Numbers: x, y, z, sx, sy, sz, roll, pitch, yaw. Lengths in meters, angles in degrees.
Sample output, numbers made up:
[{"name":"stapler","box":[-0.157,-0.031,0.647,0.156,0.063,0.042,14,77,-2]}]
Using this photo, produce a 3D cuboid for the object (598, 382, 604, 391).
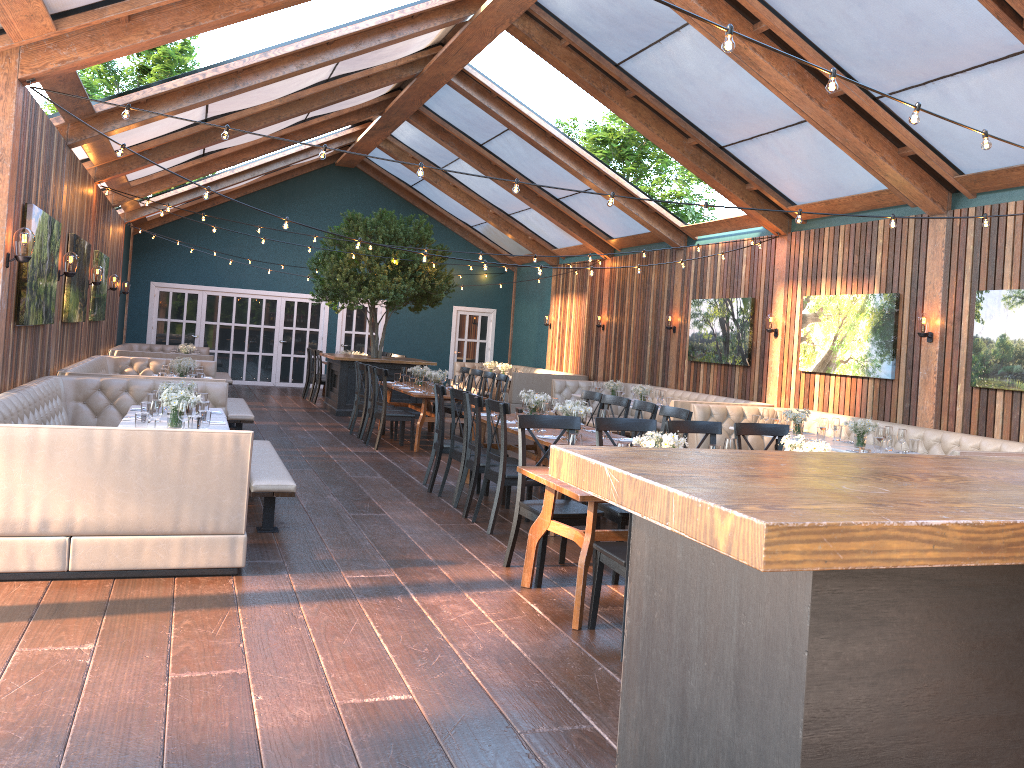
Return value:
[{"name":"object","box":[1.419,0.089,14.103,0.092,0.245,0.092,4,0,28]}]

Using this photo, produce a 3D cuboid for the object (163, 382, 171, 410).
[{"name":"object","box":[-3.096,0.104,7.913,0.092,0.245,0.092,4,0,28]}]

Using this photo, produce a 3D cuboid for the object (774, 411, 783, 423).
[{"name":"object","box":[2.960,0.421,9.848,0.092,0.245,0.092,4,0,28]}]

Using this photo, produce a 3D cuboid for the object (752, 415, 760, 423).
[{"name":"object","box":[2.796,0.437,10.139,0.091,0.158,0.092,4,0,-34]}]

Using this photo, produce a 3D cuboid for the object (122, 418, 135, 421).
[{"name":"object","box":[-2.939,0.276,6.991,0.254,0.019,0.158,3,3,-20]}]

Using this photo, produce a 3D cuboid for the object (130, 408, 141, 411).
[{"name":"object","box":[-3.194,0.220,7.721,0.254,0.019,0.158,3,3,-20]}]

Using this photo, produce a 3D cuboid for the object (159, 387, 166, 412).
[{"name":"object","box":[-3.026,0.121,7.681,0.092,0.245,0.092,4,0,28]}]

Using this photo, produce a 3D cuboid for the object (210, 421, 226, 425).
[{"name":"object","box":[-2.431,0.306,7.103,0.254,0.019,0.158,3,3,-20]}]

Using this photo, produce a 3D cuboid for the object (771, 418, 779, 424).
[{"name":"object","box":[2.897,0.464,9.756,0.091,0.158,0.092,4,0,-34]}]

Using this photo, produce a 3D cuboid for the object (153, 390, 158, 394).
[{"name":"object","box":[-3.190,0.137,7.973,0.091,0.158,0.092,4,0,-34]}]

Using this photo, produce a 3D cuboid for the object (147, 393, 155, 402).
[{"name":"object","box":[-3.089,0.164,7.589,0.091,0.158,0.092,4,0,-34]}]

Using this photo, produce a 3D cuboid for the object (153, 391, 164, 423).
[{"name":"object","box":[-2.770,0.177,6.951,0.092,0.245,0.092,4,0,22]}]

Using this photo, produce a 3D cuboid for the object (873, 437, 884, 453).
[{"name":"object","box":[3.426,0.579,8.278,0.091,0.158,0.092,4,0,-34]}]

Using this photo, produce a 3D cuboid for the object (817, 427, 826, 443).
[{"name":"object","box":[3.152,0.520,9.026,0.091,0.158,0.092,4,0,-34]}]

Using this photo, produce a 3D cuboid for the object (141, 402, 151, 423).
[{"name":"object","box":[-2.834,0.221,6.860,0.091,0.158,0.092,4,0,-34]}]

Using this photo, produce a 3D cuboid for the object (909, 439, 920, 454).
[{"name":"object","box":[3.776,0.601,8.312,0.091,0.158,0.092,4,0,-34]}]

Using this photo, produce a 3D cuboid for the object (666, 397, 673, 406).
[{"name":"object","box":[2.235,0.270,12.567,0.092,0.158,0.091,4,0,16]}]

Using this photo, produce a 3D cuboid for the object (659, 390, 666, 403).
[{"name":"object","box":[2.147,0.217,12.628,0.092,0.245,0.092,4,0,28]}]

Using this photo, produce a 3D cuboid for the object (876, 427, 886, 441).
[{"name":"object","box":[3.489,0.535,8.370,0.092,0.245,0.092,4,0,22]}]

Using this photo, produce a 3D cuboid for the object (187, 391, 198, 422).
[{"name":"object","box":[-2.583,0.180,7.146,0.092,0.245,0.092,4,0,22]}]

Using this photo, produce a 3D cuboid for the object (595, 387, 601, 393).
[{"name":"object","box":[1.356,0.133,14.011,0.091,0.158,0.092,4,0,-34]}]

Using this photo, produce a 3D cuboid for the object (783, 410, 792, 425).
[{"name":"object","box":[3.130,0.421,10.066,0.092,0.245,0.092,4,0,28]}]

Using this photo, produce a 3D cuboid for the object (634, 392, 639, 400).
[{"name":"object","box":[1.919,0.190,13.658,0.091,0.158,0.092,4,0,-34]}]

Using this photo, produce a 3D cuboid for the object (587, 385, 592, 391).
[{"name":"object","box":[1.255,0.105,14.394,0.091,0.158,0.092,4,0,-34]}]

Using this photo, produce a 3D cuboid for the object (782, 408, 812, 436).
[{"name":"object","box":[3.128,0.408,9.694,0.329,0.310,0.336,4,1,2]}]

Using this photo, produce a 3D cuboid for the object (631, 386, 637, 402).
[{"name":"object","box":[1.861,0.148,13.568,0.092,0.245,0.092,4,0,28]}]

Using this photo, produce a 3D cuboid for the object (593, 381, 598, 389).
[{"name":"object","box":[1.349,0.072,14.334,0.092,0.245,0.092,4,0,28]}]

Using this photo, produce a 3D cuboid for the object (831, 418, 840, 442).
[{"name":"object","box":[3.402,0.480,9.313,0.092,0.245,0.092,4,0,22]}]

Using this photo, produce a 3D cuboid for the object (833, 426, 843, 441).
[{"name":"object","box":[3.460,0.522,9.403,0.091,0.158,0.092,4,0,-34]}]

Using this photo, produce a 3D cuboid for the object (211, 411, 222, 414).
[{"name":"object","box":[-2.703,0.247,7.856,0.254,0.019,0.158,3,3,-20]}]

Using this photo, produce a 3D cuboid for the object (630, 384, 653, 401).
[{"name":"object","box":[1.926,0.147,13.054,0.336,0.310,0.329,4,1,-3]}]

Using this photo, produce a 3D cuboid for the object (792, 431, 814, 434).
[{"name":"object","box":[3.283,0.547,10.023,0.254,0.019,0.158,3,3,-20]}]

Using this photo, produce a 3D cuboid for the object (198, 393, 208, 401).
[{"name":"object","box":[-2.798,0.163,7.990,0.091,0.158,0.092,4,0,-34]}]

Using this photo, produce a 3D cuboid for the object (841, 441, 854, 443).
[{"name":"object","box":[3.555,0.605,9.269,0.254,0.019,0.158,3,3,-20]}]

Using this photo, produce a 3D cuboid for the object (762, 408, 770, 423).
[{"name":"object","box":[2.890,0.404,10.079,0.092,0.245,0.092,4,0,28]}]

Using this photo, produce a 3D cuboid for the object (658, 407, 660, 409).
[{"name":"object","box":[2.097,0.335,12.466,0.157,0.019,0.255,3,3,-20]}]

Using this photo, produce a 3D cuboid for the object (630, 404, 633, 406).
[{"name":"object","box":[1.780,0.303,12.665,0.254,0.019,0.158,3,3,-20]}]

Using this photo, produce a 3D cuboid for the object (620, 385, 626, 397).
[{"name":"object","box":[1.674,0.145,13.373,0.092,0.245,0.092,4,0,28]}]

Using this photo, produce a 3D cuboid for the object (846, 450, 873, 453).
[{"name":"object","box":[3.321,0.634,8.410,0.254,0.019,0.158,3,3,-20]}]

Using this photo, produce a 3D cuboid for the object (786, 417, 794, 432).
[{"name":"object","box":[3.188,0.463,10.157,0.091,0.158,0.092,4,0,-34]}]

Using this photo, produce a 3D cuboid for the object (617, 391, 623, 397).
[{"name":"object","box":[1.611,0.189,13.281,0.091,0.158,0.092,4,0,-34]}]

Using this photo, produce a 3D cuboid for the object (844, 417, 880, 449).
[{"name":"object","box":[3.470,0.479,8.805,0.337,0.310,0.328,5,2,44]}]

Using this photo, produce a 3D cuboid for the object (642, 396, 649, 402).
[{"name":"object","box":[1.884,0.247,12.533,0.091,0.158,0.092,4,0,-34]}]

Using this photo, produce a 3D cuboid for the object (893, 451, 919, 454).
[{"name":"object","box":[3.810,0.660,8.564,0.254,0.019,0.158,3,3,-20]}]

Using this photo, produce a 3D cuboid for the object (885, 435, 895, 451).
[{"name":"object","box":[3.715,0.577,8.698,0.091,0.158,0.092,4,0,-34]}]

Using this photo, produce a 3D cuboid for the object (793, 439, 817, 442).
[{"name":"object","box":[3.047,0.576,9.158,0.254,0.019,0.158,3,3,-20]}]

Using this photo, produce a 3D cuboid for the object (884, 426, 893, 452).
[{"name":"object","box":[3.657,0.535,8.607,0.092,0.245,0.092,4,0,22]}]

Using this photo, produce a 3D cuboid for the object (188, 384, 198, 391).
[{"name":"object","box":[-2.855,0.121,7.900,0.092,0.245,0.092,4,0,28]}]

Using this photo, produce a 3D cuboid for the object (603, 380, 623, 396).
[{"name":"object","box":[1.599,0.077,13.956,0.336,0.310,0.329,4,1,-8]}]

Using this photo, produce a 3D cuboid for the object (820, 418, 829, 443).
[{"name":"object","box":[3.215,0.477,9.118,0.092,0.245,0.092,4,0,22]}]

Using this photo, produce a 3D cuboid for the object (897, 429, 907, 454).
[{"name":"object","box":[3.688,0.549,8.374,0.092,0.245,0.092,4,0,22]}]
